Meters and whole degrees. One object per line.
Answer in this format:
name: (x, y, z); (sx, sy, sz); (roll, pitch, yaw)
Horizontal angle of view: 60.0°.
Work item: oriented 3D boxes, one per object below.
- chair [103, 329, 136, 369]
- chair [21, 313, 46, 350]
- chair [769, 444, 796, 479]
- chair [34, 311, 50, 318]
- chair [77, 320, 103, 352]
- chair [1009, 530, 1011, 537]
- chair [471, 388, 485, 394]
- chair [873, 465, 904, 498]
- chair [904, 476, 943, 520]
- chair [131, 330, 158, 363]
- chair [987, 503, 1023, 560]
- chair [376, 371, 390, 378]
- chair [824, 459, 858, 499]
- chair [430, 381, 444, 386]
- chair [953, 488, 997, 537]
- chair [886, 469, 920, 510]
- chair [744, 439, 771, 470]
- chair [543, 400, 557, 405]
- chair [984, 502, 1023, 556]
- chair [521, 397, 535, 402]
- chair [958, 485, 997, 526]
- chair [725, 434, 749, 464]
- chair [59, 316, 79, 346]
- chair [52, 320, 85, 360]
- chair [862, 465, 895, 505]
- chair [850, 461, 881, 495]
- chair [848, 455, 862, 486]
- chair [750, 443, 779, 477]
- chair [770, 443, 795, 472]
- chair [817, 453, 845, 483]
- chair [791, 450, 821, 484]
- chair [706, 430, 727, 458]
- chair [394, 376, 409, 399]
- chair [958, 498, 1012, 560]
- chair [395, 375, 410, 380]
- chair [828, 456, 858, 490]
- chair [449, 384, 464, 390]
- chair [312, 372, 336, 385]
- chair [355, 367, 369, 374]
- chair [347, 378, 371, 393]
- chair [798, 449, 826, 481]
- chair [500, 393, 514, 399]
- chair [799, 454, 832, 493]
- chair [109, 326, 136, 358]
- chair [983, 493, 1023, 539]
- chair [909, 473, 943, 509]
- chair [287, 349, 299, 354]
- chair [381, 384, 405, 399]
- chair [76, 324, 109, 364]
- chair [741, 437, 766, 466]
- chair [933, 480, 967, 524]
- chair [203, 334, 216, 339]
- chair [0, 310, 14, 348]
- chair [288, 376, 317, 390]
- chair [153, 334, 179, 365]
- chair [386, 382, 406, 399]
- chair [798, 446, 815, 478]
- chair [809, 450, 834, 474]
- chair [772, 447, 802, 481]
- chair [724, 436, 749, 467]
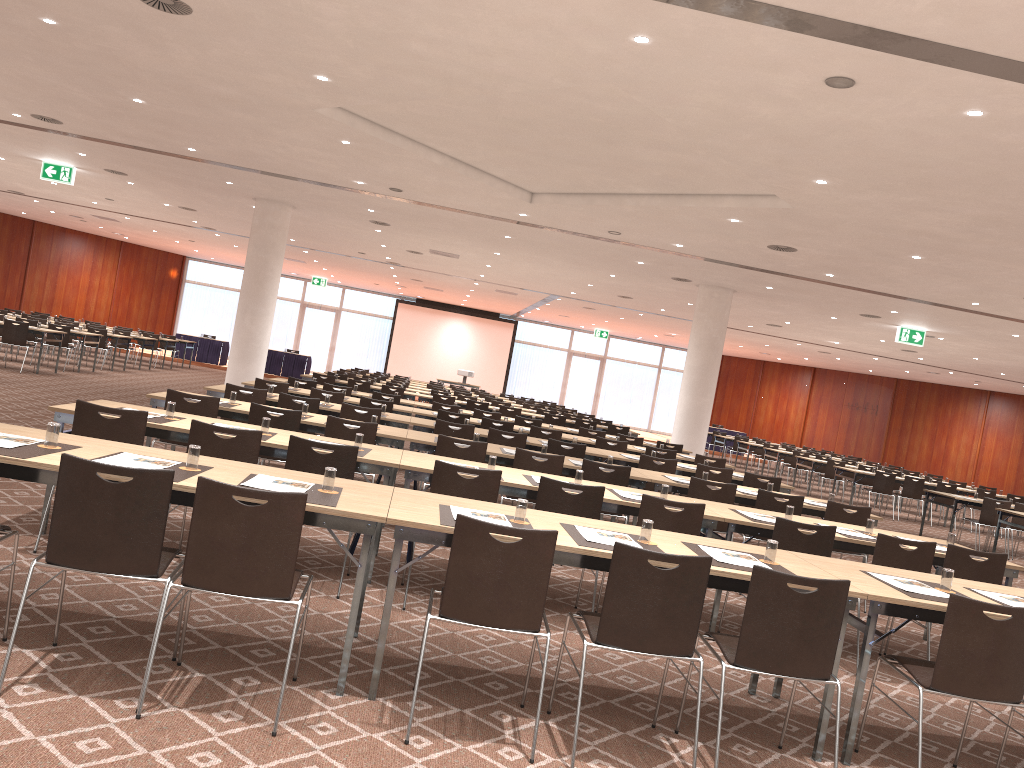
chair: (-9.845, -0.885, 22.355); (0.536, 0.939, 0.613); (10, 1, -4)
chair: (-12.055, -1.276, 22.206); (0.536, 0.939, 0.613); (10, 1, -9)
chair: (8.043, 2.255, 26.234); (0.536, 0.939, 0.613); (10, 1, -7)
chair: (-13.762, -1.619, 25.965); (0.536, 0.939, 0.613); (10, 1, -8)
chair: (-12.423, -1.384, 26.246); (0.536, 0.940, 0.613); (10, 1, -8)
chair: (10.928, 2.849, 18.579); (0.536, 0.939, 0.613); (10, 1, -3)
chair: (-1.126, 0.613, 27.409); (0.536, 0.939, 0.613); (10, 1, -3)
chair: (10.443, 2.701, 24.475); (0.536, 0.940, 0.613); (10, 1, -5)
chair: (9.502, 2.576, 20.358); (0.536, 0.939, 0.613); (10, 1, -7)
chair: (-10.866, -1.108, 26.349); (0.536, 0.940, 0.613); (10, 1, -3)
chair: (8.466, 2.450, 14.805); (0.536, 0.939, 0.613); (10, 1, -9)
chair: (-3.998, 0.105, 27.109); (0.536, 0.939, 0.613); (10, 1, -5)
chair: (8.308, 2.344, 22.243); (0.536, 0.939, 0.613); (10, 1, -8)
chair: (-2.385, 0.391, 27.235); (0.536, 0.940, 0.613); (10, 1, -5)
chair: (9.728, 2.636, 18.513); (0.536, 0.939, 0.613); (10, 1, -6)
chair: (9.936, 2.632, 22.413); (0.536, 0.939, 0.613); (10, 1, -4)
chair: (7.319, 2.126, 26.299); (0.536, 0.939, 0.613); (10, 1, -4)
chair: (1.081, 1.003, 27.562); (0.536, 0.939, 0.613); (10, 1, -3)
chair: (8.400, 2.439, 14.799); (0.536, 0.939, 0.613); (10, 1, -7)
chair: (0.387, 0.880, 27.567); (0.536, 0.939, 0.613); (10, 1, -7)
chair: (10.815, 2.808, 20.495); (0.536, 0.939, 0.613); (10, 1, -6)
chair: (7.200, 2.085, 28.237); (0.536, 0.939, 0.613); (10, 1, -8)
chair: (-13.120, -1.507, 26.114); (0.536, 0.939, 0.613); (10, 1, -7)
chair: (-11.143, -1.116, 22.361); (0.536, 0.939, 0.613); (10, 1, -5)
chair: (9.317, 2.522, 22.430); (0.536, 0.939, 0.613); (10, 1, -4)
chair: (9.826, 2.591, 24.492); (0.536, 0.939, 0.613); (10, 1, -8)
chair: (10.134, 2.623, 26.593); (0.536, 0.940, 0.613); (10, 1, -4)
chair: (6.945, 2.081, 24.251); (0.536, 0.939, 0.613); (10, 1, -7)
chair: (8.681, 2.347, 28.310); (0.536, 0.939, 0.613); (10, 1, -8)
chair: (9.552, 2.522, 26.391); (0.536, 0.939, 0.613); (10, 1, -6)
chair: (8.115, 2.288, 24.313); (0.536, 0.940, 0.613); (10, 1, -9)
chair: (6.456, 1.954, 28.077); (0.536, 0.939, 0.613); (10, 1, -4)
chair: (-3.196, 0.268, 25.141); (0.536, 0.939, 0.613); (10, 1, -3)
chair: (7.872, 2.346, 14.669); (0.536, 0.939, 0.613); (10, 1, -6)
chair: (-3.423, 0.207, 27.092); (0.536, 0.939, 0.613); (10, 1, -8)
chair: (9.176, 2.475, 24.484); (0.536, 0.939, 0.613); (10, 1, -4)
chair: (-1.779, 0.498, 27.264); (0.536, 0.939, 0.613); (10, 1, -7)
chair: (-3.663, 0.270, 17.055); (0.536, 0.939, 0.613); (10, 1, -4)
chair: (-4.626, -0.005, 27.001); (0.536, 0.939, 0.613); (10, 1, -3)
chair: (-3.014, 0.384, 17.165); (0.536, 0.939, 0.613); (10, 1, -5)
chair: (8.984, 2.421, 26.414); (0.536, 0.940, 0.613); (10, 1, -7)
chair: (-0.246, 0.769, 27.424); (0.536, 0.939, 0.613); (10, 1, -7)
chair: (7.672, 2.231, 22.258); (0.536, 0.939, 0.613); (10, 1, -8)
chair: (-11.454, -1.211, 26.206); (0.536, 0.939, 0.613); (10, 1, -7)
chair: (10.302, 2.739, 18.432); (0.536, 0.940, 0.613); (10, 1, -7)
chair: (10.618, 2.751, 22.625); (0.536, 0.939, 0.613); (10, 1, -8)
chair: (-7.784, -0.740, 31.112); (0.536, 0.939, 0.613); (10, 1, -3)
chair: (-2.367, 0.499, 17.155); (0.536, 0.939, 0.613); (10, 1, -5)
chair: (-10.527, -1.006, 22.366); (0.536, 0.939, 0.613); (10, 1, -4)
chair: (7.769, 2.185, 28.355); (0.536, 0.939, 0.613); (10, 1, -4)
chair: (10.169, 2.693, 20.569); (0.536, 0.939, 0.613); (10, 1, -4)
chair: (-10.625, -1.242, 30.815); (0.536, 0.939, 0.613); (10, 1, -3)
chair: (-12.746, -1.398, 22.052); (0.536, 0.940, 0.613); (10, 1, -3)
chair: (-3.259, 0.378, 13.580); (0.536, 0.940, 0.613); (10, 1, -6)
chair: (-10.222, -0.994, 26.335); (0.536, 0.939, 0.613); (10, 1, -6)
chair: (-2.578, 0.440, 19.220); (0.536, 0.939, 0.613); (10, 1, -5)
chair: (9.378, 2.469, 28.464); (0.536, 0.939, 0.613); (10, 1, -8)
chair: (9.981, 2.577, 28.445); (0.536, 0.939, 0.613); (10, 1, -6)
chair: (7.539, 2.187, 24.172); (0.536, 0.939, 0.613); (10, 1, -5)
chair: (6.656, 2.009, 26.170); (0.536, 0.939, 0.613); (10, 1, -3)
